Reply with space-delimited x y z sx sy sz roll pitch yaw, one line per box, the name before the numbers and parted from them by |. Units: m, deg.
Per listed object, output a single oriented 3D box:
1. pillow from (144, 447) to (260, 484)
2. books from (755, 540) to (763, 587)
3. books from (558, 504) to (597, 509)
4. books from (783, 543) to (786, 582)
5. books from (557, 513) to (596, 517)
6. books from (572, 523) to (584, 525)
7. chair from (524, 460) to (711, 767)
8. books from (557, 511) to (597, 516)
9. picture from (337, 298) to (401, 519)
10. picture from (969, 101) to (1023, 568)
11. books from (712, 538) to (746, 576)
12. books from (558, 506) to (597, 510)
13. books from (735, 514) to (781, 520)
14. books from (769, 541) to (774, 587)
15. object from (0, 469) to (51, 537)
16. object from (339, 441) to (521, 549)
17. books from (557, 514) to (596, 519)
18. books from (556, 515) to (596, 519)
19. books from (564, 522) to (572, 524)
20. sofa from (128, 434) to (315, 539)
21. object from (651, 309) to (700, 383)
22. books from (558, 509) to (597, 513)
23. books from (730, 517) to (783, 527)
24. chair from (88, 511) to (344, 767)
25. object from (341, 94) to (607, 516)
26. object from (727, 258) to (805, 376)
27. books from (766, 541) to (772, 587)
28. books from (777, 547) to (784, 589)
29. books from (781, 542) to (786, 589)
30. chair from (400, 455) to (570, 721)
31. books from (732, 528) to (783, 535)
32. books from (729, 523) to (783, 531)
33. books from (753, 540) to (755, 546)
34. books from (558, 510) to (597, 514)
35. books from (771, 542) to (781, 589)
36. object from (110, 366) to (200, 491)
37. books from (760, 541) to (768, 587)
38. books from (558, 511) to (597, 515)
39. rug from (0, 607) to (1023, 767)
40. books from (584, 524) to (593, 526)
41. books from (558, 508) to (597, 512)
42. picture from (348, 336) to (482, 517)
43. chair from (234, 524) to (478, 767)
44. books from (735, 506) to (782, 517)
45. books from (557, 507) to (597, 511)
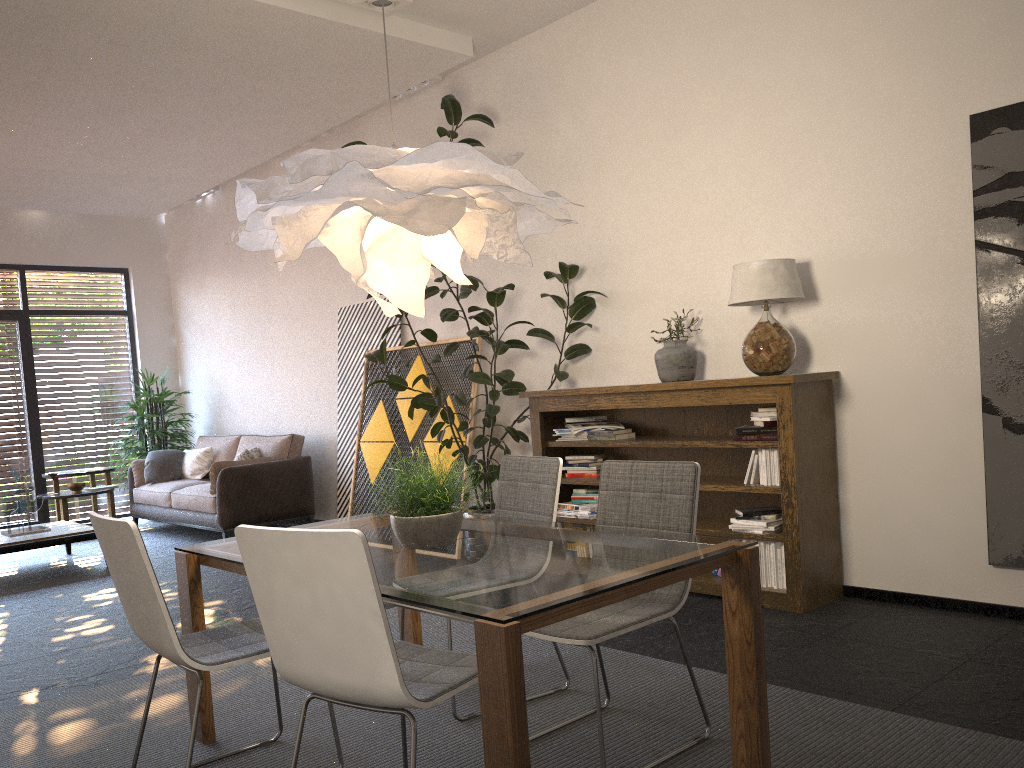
pillow | -3.039 0.804 8.668 0.617 0.343 1.895 -5 0 -42
books | 1.330 0.921 4.611 0.175 0.244 0.024 -6 3 -42
books | 0.467 0.753 5.538 0.218 0.008 0.305 -4 0 -38
books | 1.443 0.912 4.504 0.175 0.244 0.024 -6 3 -42
books | 0.460 0.805 5.542 0.218 0.008 0.305 -4 0 -38
books | 0.489 0.986 5.666 0.171 0.236 0.108 -6 3 -42
chair | 0.307 0.742 2.934 0.600 0.922 0.475 -6 3 -42
books | 0.457 0.797 5.542 0.218 0.013 0.305 -4 0 -38
picture | -1.236 0.308 7.586 0.207 2.024 0.958 -7 4 -42
picture | 2.535 -0.216 3.552 0.033 2.033 1.234 -7 3 -42
books | 1.209 0.937 4.878 0.171 0.228 0.165 -6 3 -42
books | 0.464 0.761 5.536 0.218 0.008 0.305 -4 0 -39
books | 1.291 0.688 4.639 0.205 0.022 0.154 -4 0 28
books | 1.396 0.916 4.585 0.175 0.244 0.024 -6 3 -42
object | -1.912 -1.194 3.388 0.365 4.485 8.910 -6 1 -31
object | -0.266 0.359 2.906 0.668 0.368 0.530 -3 1 43
books | 0.459 0.813 5.543 0.218 0.007 0.305 -4 0 -38
books | 0.461 0.819 5.542 0.218 0.008 0.305 -4 0 -43
books | 0.434 0.991 5.726 0.171 0.235 0.100 -6 3 -42
sofa | -2.907 0.981 8.735 0.990 0.922 2.323 -5 1 -42
object | 0.927 -0.219 5.065 0.275 0.413 0.384 -3 2 26
books | 0.468 0.779 5.538 0.218 0.006 0.305 -4 0 -38
books | 1.292 0.712 4.621 0.174 0.024 0.243 -4 0 -33
chair | -0.939 0.831 2.809 0.600 0.922 0.475 -6 3 -40
object | -0.334 -0.347 5.937 2.014 3.208 0.904 -3 3 25
object | 1.321 -0.333 4.587 0.390 0.583 0.388 -3 2 17
books | 1.378 0.917 4.598 0.174 0.244 0.019 -6 3 -42
books | 1.411 0.934 4.540 0.154 0.206 0.020 -6 3 -42
books | 1.441 0.913 4.536 0.175 0.244 0.024 -6 3 -42
chair | -0.120 0.773 3.541 0.600 0.922 0.475 -5 3 -33
books | 1.277 0.755 4.612 0.154 0.020 0.205 -4 0 -32
books | 1.279 0.735 4.607 0.244 0.019 0.174 -4 0 38
books | 1.321 0.921 4.668 0.175 0.244 0.024 -6 3 -42
books | 0.463 0.786 5.545 0.218 0.008 0.288 -4 0 -36
books | 1.394 0.916 4.555 0.174 0.244 0.019 -6 3 -42
object | -4.004 0.659 9.937 0.914 1.727 0.975 -4 2 13
books | 1.352 0.919 4.601 0.174 0.244 0.019 -6 3 -42
books | 0.462 0.791 5.545 0.218 0.008 0.288 -4 0 -36
rug | -0.215 1.236 2.949 2.364 0.006 3.689 -4 0 -42
books | 0.545 0.981 5.597 0.167 0.242 0.099 -6 3 -42
books | 0.463 0.775 5.538 0.218 0.008 0.288 -4 0 -38
picture | -0.808 0.488 6.945 0.385 1.609 1.498 -7 3 -42
chair | -0.330 0.787 2.352 0.475 0.922 0.599 -3 3 33
books | 1.296 0.665 4.635 0.221 0.023 0.147 -4 0 -1
books | 0.462 0.768 5.535 0.218 0.008 0.305 -4 0 -39
